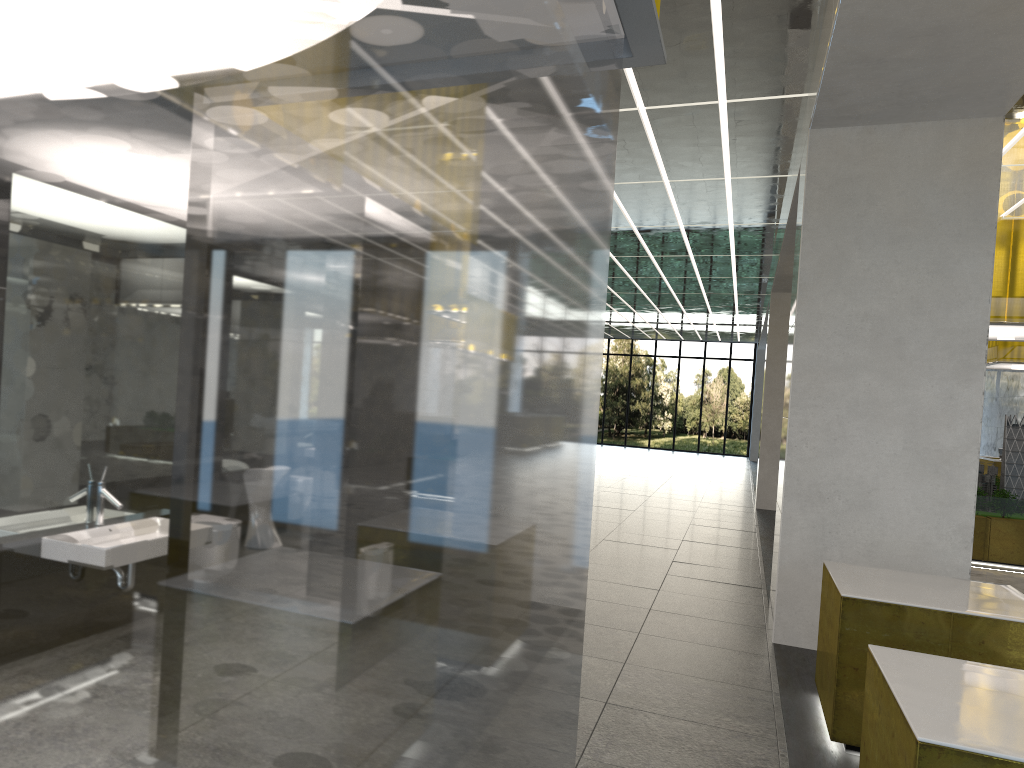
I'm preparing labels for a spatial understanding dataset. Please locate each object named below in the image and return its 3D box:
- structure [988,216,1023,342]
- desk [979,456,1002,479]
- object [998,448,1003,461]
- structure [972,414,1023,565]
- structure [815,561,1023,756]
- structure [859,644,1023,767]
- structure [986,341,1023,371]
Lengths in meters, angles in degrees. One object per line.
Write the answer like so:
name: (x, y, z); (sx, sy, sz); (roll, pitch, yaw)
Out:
structure: (8.771, -2.078, 15.835); (3.358, 2.270, 3.155); (4, 0, 20)
desk: (14.811, 2.942, 23.788); (3.318, 1.509, 3.389); (4, -1, 20)
object: (14.021, 2.175, 24.181); (0.567, 0.668, 0.730); (4, 0, 19)
structure: (8.891, 1.839, 17.078); (3.988, 2.572, 5.013); (4, 0, 19)
structure: (3.126, 2.135, 6.458); (1.408, 1.174, 1.404); (4, 0, 20)
structure: (2.406, 2.053, 3.803); (1.408, 1.174, 1.404); (4, 0, 20)
structure: (15.069, -1.564, 23.741); (3.358, 2.270, 3.032); (4, 0, 20)
